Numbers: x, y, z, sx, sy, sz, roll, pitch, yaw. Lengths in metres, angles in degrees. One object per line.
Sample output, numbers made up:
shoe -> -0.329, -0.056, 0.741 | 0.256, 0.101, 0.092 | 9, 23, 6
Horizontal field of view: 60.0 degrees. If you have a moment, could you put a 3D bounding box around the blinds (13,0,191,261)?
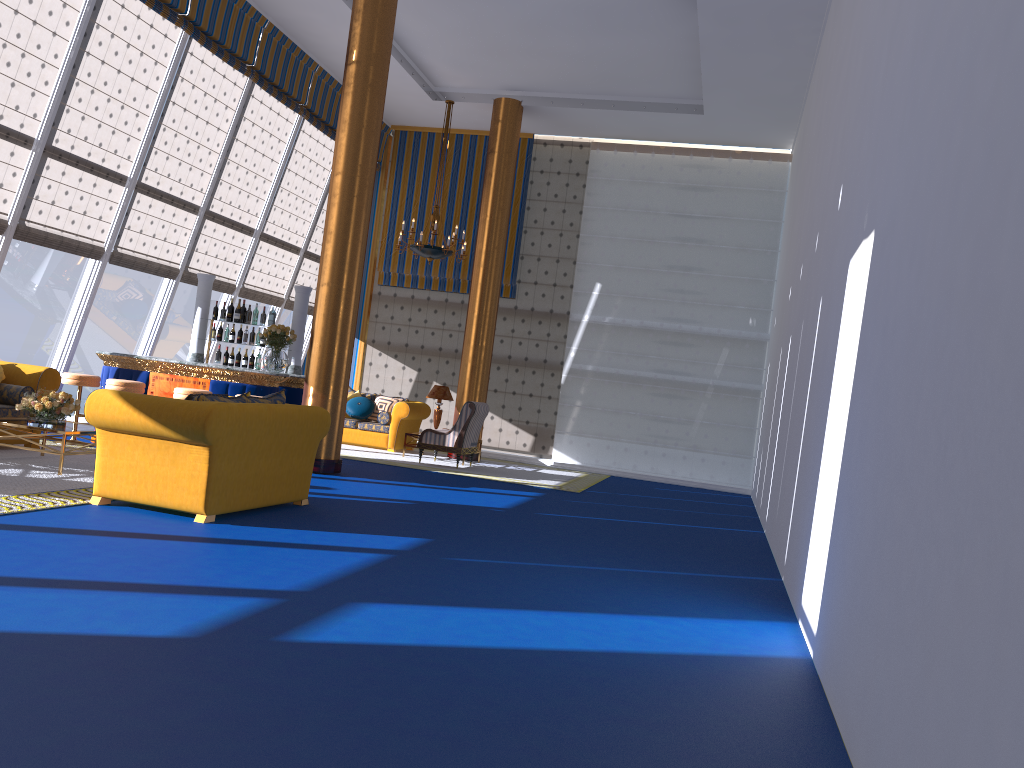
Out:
blinds -> -4.587, -3.167, 10.123 | 0.870, 3.394, 1.372 | 7, 0, 13

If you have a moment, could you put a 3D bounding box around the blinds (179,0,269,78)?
blinds -> -3.695, -4.579, 11.332 | 0.337, 0.830, 1.532 | 7, -1, 14

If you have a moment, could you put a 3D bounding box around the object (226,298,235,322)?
object -> -3.566, -0.939, 11.255 | 0.081, 0.303, 0.082 | 7, 0, 19

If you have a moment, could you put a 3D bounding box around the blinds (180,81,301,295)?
blinds -> -3.889, -3.042, 13.056 | 0.870, 3.394, 1.372 | 7, 0, 13

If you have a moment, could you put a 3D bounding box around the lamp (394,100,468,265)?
lamp -> -1.063, -2.957, 13.042 | 1.063, 2.421, 1.055 | 7, 0, -10

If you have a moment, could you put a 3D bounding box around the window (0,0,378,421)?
window -> -5.161, -2.330, 9.461 | 1.611, 5.855, 15.541 | 7, -1, 14

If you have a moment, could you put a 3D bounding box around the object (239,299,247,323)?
object -> -3.410, -0.920, 11.246 | 0.080, 0.303, 0.082 | 7, 0, 30

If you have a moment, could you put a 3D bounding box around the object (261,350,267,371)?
object -> -3.139, -0.300, 11.253 | 0.061, 0.258, 0.061 | 7, 0, 13

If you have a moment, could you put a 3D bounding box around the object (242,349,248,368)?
object -> -3.376, -0.327, 11.241 | 0.069, 0.244, 0.068 | 7, 0, -6

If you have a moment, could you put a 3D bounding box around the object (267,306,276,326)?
object -> -3.037, -0.856, 11.237 | 0.092, 0.259, 0.091 | 7, 0, -4

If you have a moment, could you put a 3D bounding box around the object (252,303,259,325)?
object -> -3.236, -0.884, 11.201 | 0.068, 0.271, 0.070 | 7, 0, 24

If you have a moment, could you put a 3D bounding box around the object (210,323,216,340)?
object -> -3.780, -0.666, 11.241 | 0.066, 0.225, 0.065 | 7, 0, -18

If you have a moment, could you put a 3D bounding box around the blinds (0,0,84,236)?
blinds -> -4.936, -3.229, 8.659 | 0.870, 3.394, 1.372 | 7, 0, 13

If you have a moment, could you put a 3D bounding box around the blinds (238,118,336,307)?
blinds -> -3.530, -2.977, 14.564 | 0.870, 3.394, 1.372 | 7, 0, 13

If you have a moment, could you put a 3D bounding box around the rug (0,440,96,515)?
rug -> -4.784, 0.633, 6.557 | 3.575, 0.010, 6.287 | 7, -1, 13

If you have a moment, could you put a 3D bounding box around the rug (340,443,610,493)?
rug -> -1.749, 1.107, 13.850 | 6.227, 0.011, 3.610 | 7, -1, 12

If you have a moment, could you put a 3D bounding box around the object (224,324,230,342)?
object -> -3.611, -0.649, 11.244 | 0.059, 0.230, 0.058 | 7, 0, -28

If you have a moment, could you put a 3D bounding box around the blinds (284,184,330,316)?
blinds -> -3.185, -2.915, 16.014 | 0.870, 3.394, 1.372 | 7, 0, 13

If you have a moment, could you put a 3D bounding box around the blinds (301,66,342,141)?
blinds -> -2.978, -4.451, 14.344 | 0.337, 0.830, 1.532 | 7, -1, 14

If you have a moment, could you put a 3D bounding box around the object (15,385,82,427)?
object -> -4.108, 0.209, 7.888 | 0.456, 0.388, 0.502 | 7, -1, -6

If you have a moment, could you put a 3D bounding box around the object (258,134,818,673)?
object -> -0.891, -7.105, 8.372 | 62.827, 33.601, 63.724 | 7, -1, 20

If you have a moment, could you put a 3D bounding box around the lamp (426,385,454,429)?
lamp -> -1.165, 0.415, 14.050 | 0.447, 0.783, 0.446 | 7, 0, -2

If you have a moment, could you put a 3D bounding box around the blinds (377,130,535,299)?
blinds -> -1.051, -3.154, 16.209 | 2.648, 2.990, 0.152 | 7, 0, 12

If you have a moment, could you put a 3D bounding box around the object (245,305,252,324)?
object -> -3.331, -0.881, 11.228 | 0.077, 0.247, 0.075 | 7, 0, -23

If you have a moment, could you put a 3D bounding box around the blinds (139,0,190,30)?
blinds -> -4.054, -4.643, 9.824 | 0.337, 0.830, 1.532 | 7, -1, 14

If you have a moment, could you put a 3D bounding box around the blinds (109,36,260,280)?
blinds -> -4.231, -3.103, 11.619 | 0.870, 3.394, 1.372 | 7, 0, 13

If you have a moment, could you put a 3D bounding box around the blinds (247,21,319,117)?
blinds -> -3.336, -4.515, 12.840 | 0.337, 0.830, 1.532 | 7, -1, 14

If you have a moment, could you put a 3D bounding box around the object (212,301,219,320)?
object -> -3.777, -0.938, 11.315 | 0.065, 0.244, 0.066 | 7, 0, 17

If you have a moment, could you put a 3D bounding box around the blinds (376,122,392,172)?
blinds -> -2.619, -4.386, 15.852 | 0.337, 0.830, 1.532 | 7, -1, 14

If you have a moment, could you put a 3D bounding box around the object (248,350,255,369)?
object -> -3.293, -0.313, 11.244 | 0.065, 0.244, 0.065 | 7, 0, -6

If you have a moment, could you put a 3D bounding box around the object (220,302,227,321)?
object -> -3.686, -0.927, 11.339 | 0.073, 0.246, 0.072 | 7, 0, -28

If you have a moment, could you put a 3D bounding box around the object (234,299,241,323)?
object -> -3.463, -0.926, 11.232 | 0.085, 0.302, 0.085 | 7, 0, 7

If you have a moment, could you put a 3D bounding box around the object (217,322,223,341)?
object -> -3.698, -0.667, 11.250 | 0.065, 0.244, 0.065 | 7, 0, -6

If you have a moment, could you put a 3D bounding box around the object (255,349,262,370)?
object -> -3.216, -0.314, 11.260 | 0.069, 0.269, 0.068 | 7, 0, -26

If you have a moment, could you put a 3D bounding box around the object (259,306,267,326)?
object -> -3.142, -0.860, 11.219 | 0.073, 0.246, 0.072 | 7, 0, -28
